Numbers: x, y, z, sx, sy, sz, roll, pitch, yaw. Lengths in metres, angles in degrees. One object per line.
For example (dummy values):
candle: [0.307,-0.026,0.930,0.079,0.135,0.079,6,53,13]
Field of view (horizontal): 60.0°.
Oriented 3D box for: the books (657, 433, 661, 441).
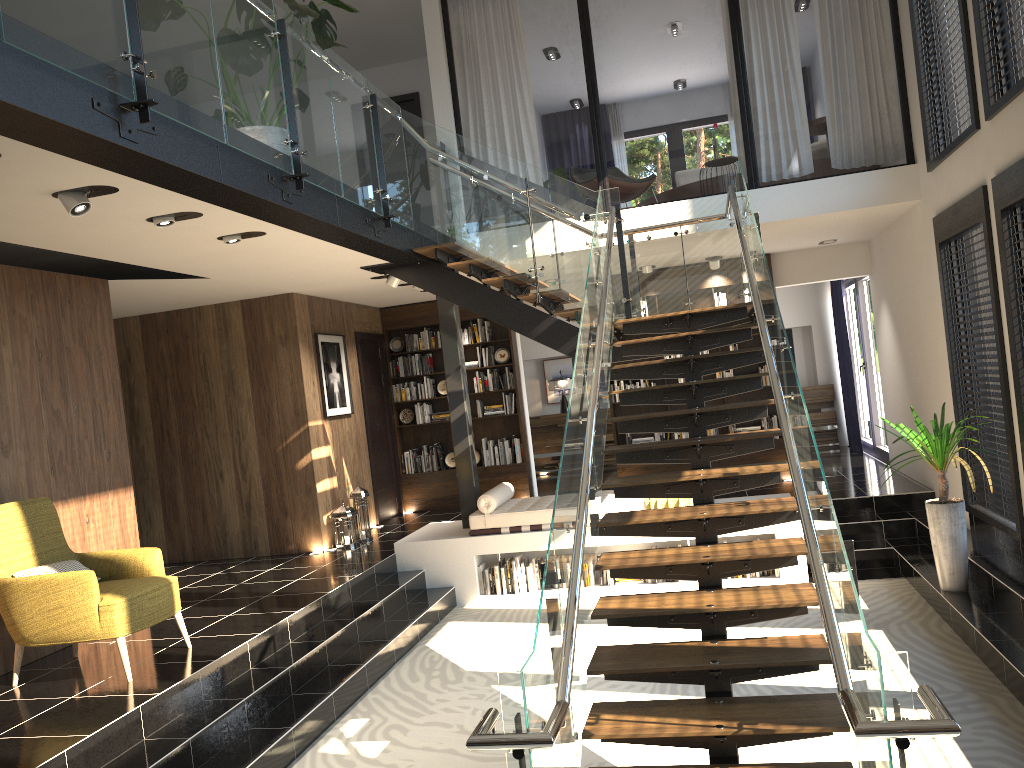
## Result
books: [1.818,0.648,10.952,0.031,0.310,0.169,-6,0,13]

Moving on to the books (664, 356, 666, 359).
books: [1.888,-0.276,10.881,0.031,0.228,0.176,-6,0,13]

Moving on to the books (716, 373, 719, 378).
books: [2.494,-0.045,10.740,0.026,0.263,0.156,-6,0,13]

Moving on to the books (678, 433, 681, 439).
books: [2.048,0.644,10.844,0.030,0.262,0.173,-6,0,13]

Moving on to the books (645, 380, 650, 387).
books: [1.693,0.063,10.931,0.070,0.236,0.206,-7,0,13]

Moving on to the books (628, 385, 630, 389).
books: [1.462,0.110,10.990,0.024,0.197,0.172,-6,0,13]

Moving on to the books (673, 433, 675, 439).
books: [1.992,0.650,10.881,0.026,0.263,0.156,-6,0,13]

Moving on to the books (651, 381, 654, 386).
books: [1.743,0.071,10.923,0.028,0.210,0.169,-6,0,13]

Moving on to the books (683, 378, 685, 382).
books: [2.113,0.009,10.818,0.030,0.245,0.166,-6,0,13]

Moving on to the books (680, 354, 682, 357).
books: [2.075,-0.284,10.839,0.026,0.201,0.146,-6,0,13]

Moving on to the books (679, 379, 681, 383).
books: [2.059,-0.005,10.834,0.031,0.284,0.176,-6,0,13]

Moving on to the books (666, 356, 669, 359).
books: [1.915,-0.301,10.872,0.031,0.272,0.158,-6,0,13]

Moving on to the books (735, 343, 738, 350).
books: [2.728,-0.380,10.728,0.025,0.243,0.119,-6,0,13]

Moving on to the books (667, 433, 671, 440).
books: [1.931,0.662,10.928,0.075,0.254,0.181,-7,0,13]

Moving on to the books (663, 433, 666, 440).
books: [1.889,0.689,10.954,0.023,0.212,0.123,-6,0,13]

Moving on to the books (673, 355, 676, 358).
books: [1.990,-0.288,10.834,0.027,0.228,0.208,-6,0,13]

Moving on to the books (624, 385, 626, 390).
books: [1.414,0.111,11.009,0.022,0.207,0.130,-6,0,13]

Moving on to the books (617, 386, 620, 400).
books: [1.337,0.124,11.012,0.028,0.199,0.175,-6,0,13]

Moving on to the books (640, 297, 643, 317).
books: [1.604,-0.919,10.920,0.034,0.311,0.149,-6,0,13]

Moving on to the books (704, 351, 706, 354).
books: [2.350,-0.326,10.775,0.024,0.220,0.148,-6,0,13]

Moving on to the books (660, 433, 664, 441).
books: [1.851,0.648,10.940,0.036,0.302,0.186,-6,0,13]

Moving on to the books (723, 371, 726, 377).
books: [2.578,-0.041,10.728,0.025,0.232,0.156,-6,0,13]

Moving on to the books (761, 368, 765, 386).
books: [3.005,-0.080,10.617,0.025,0.212,0.167,-6,0,13]

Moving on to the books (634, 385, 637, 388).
books: [1.542,0.103,10.983,0.033,0.193,0.172,-6,0,13]

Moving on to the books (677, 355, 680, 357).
books: [2.042,-0.309,10.824,0.028,0.258,0.208,-6,0,13]

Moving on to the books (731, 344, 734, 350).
books: [2.675,-0.382,10.724,0.023,0.261,0.146,-6,0,13]

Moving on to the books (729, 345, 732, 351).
books: [2.655,-0.359,10.732,0.024,0.219,0.174,-6,0,13]

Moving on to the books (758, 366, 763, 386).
books: [2.974,-0.093,10.613,0.031,0.244,0.176,-6,0,13]

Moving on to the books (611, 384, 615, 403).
books: [1.261,0.119,11.060,0.025,0.227,0.156,-6,0,13]

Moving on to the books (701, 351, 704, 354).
books: [2.329,-0.317,10.800,0.030,0.208,0.119,-6,0,13]

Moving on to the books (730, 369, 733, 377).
books: [2.652,-0.072,10.689,0.031,0.277,0.168,-6,0,13]

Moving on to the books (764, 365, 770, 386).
books: [3.047,-0.105,10.594,0.026,0.251,0.178,-6,0,13]

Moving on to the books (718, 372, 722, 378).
books: [2.529,-0.033,10.744,0.037,0.232,0.231,-6,0,13]

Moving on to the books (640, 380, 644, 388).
books: [1.618,0.062,10.942,0.029,0.256,0.167,-6,0,13]

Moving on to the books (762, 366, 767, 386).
books: [3.028,-0.100,10.621,0.023,0.246,0.147,-6,0,13]

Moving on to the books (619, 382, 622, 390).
books: [1.363,0.097,11.025,0.023,0.245,0.159,-6,0,13]

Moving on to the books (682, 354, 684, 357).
books: [2.097,-0.289,10.832,0.021,0.206,0.147,-6,0,13]

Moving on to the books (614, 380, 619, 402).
books: [1.305,0.086,11.019,0.028,0.282,0.168,-6,0,13]

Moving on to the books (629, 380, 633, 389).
books: [1.485,0.070,10.988,0.029,0.272,0.152,-6,0,13]

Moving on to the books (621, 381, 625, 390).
books: [1.384,0.088,11.002,0.029,0.258,0.181,-6,0,13]

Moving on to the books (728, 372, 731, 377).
books: [2.626,-0.035,10.686,0.026,0.209,0.184,-6,0,13]

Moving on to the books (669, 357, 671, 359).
books: [1.949,-0.250,10.866,0.027,0.162,0.125,-6,0,13]

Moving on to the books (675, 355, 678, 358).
books: [2.017,-0.297,10.836,0.027,0.239,0.153,-6,0,13]

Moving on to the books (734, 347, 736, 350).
books: [2.699,-0.353,10.703,0.026,0.196,0.147,-6,0,13]

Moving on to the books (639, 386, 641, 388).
books: [1.601,0.107,10.969,0.027,0.171,0.146,-6,0,13]

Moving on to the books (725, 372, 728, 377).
books: [2.603,-0.034,10.710,0.029,0.214,0.149,-6,0,13]

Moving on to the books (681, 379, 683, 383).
books: [2.082,0.025,10.793,0.023,0.218,0.195,-6,0,13]

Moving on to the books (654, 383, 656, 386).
books: [1.778,0.080,10.960,0.022,0.185,0.127,-6,0,13]

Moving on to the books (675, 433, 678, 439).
books: [2.011,0.623,10.841,0.035,0.312,0.160,-6,0,13]

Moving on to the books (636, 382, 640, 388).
books: [1.568,0.085,10.964,0.030,0.222,0.189,-6,0,13]

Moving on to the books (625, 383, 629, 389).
books: [1.437,0.098,11.003,0.028,0.227,0.136,-6,0,13]

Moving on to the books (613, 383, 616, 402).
books: [1.288,0.110,11.059,0.028,0.237,0.134,-6,0,13]

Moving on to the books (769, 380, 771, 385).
books: [3.075,-0.106,10.611,0.022,0.247,0.132,-6,0,13]

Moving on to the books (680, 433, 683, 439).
books: [2.077,0.635,10.856,0.025,0.274,0.150,-6,0,13]

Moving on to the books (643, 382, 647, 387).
books: [1.655,0.084,10.960,0.030,0.205,0.170,-6,0,13]

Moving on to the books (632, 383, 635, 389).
books: [1.515,0.094,10.995,0.021,0.216,0.170,-6,0,13]

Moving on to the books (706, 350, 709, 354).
books: [2.384,-0.330,10.770,0.046,0.219,0.145,-6,0,13]

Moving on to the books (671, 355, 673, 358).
books: [1.969,-0.270,10.847,0.024,0.197,0.174,-6,0,13]
